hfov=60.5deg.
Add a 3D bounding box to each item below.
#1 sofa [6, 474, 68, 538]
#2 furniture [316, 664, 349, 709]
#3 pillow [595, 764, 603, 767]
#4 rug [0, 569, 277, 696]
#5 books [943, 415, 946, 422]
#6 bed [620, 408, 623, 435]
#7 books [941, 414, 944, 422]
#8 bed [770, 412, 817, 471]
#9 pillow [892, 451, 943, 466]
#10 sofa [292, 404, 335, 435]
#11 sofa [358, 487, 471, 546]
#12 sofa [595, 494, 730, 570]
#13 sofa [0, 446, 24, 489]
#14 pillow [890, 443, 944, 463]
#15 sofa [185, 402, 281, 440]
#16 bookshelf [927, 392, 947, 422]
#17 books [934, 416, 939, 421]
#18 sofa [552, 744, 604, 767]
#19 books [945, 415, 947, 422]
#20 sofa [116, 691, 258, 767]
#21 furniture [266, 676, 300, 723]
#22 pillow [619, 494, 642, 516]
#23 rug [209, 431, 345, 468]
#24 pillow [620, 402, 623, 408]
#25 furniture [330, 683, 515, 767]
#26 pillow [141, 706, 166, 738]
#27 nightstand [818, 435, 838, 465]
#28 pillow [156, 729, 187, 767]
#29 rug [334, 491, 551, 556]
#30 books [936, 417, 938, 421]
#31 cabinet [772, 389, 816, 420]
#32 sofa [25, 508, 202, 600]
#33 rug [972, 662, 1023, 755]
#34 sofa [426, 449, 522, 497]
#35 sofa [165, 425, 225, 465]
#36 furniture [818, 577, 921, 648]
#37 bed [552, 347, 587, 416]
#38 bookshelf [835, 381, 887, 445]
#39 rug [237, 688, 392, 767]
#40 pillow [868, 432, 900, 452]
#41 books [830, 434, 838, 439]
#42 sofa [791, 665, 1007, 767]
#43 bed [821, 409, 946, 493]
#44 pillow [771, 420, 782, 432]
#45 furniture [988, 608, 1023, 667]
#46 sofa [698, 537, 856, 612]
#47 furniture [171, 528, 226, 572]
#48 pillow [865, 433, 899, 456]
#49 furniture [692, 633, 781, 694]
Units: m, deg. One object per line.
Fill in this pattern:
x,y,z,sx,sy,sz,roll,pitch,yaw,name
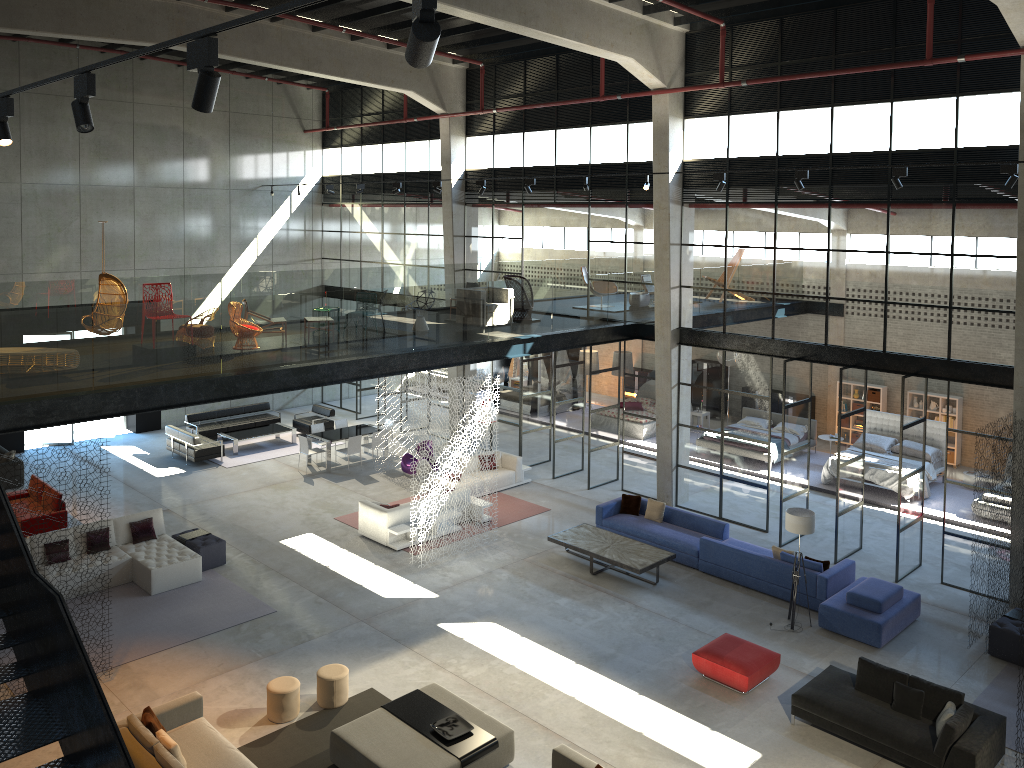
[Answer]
-9.379,2.399,17.021,0.821,0.806,1.981,-6,12,-44,sofa
-2.272,3.824,11.119,0.402,0.397,0.404,5,8,35,furniture
0.739,3.991,8.613,0.260,0.368,0.403,3,8,24,pillow
-5.862,3.569,13.276,3.653,0.020,2.670,-10,15,-44,rug
10.926,0.947,22.087,0.254,0.331,0.059,-5,6,-45,books
3.728,0.618,25.326,2.355,1.268,2.047,-8,12,-44,bed
10.894,0.941,22.120,0.254,0.332,0.069,-5,6,-45,books
6.340,1.364,22.674,2.411,0.861,2.276,-9,14,-44,bed
9.411,1.606,20.335,0.720,0.327,0.968,-8,13,-43,pillow
-5.513,1.050,24.384,0.825,0.752,0.958,-6,10,-44,sofa
-1.889,2.509,17.254,2.152,0.663,0.955,-9,13,-44,sofa
2.797,2.738,16.504,1.060,0.598,2.356,-8,13,-44,sofa
-12.989,1.996,19.487,3.212,0.563,2.849,-10,15,-44,sofa
9.355,1.520,20.281,0.696,0.289,0.988,-8,13,-42,pillow
-7.615,1.086,24.077,0.827,0.750,2.469,8,12,44,sofa
10.727,1.129,22.316,0.331,1.743,1.248,-2,6,-44,bookshelf
10.734,0.948,22.212,0.187,0.274,0.089,-5,6,-45,books
0.066,4.261,8.146,2.352,0.715,1.062,-9,13,-44,sofa
10.967,0.950,22.071,0.254,0.332,0.065,-5,6,-45,books
-3.234,4.045,9.077,1.060,0.715,2.356,-7,13,-44,sofa
-2.814,3.879,10.800,0.402,0.397,0.405,-3,8,-30,furniture
2.324,2.360,17.162,0.399,0.368,0.262,4,6,24,pillow
-6.522,1.644,23.219,3.413,0.025,2.431,-10,15,-44,rug
3.370,0.616,25.153,0.879,0.210,0.639,5,11,24,pillow
-1.004,4.079,9.867,1.547,0.395,1.461,-10,14,-44,furniture
-3.897,3.760,9.551,0.259,0.368,0.404,-2,8,-23,pillow
7.851,1.668,21.630,0.602,0.694,0.608,3,7,17,nightstand
-3.543,3.840,9.133,0.404,0.378,0.208,8,8,44,pillow
-1.394,2.686,18.108,3.653,0.020,2.670,-10,15,-44,rug
10.764,0.958,22.189,0.187,0.263,0.061,-5,6,-45,books
7.685,0.798,25.408,0.452,1.148,2.099,-3,9,-44,cabinet
-7.201,3.019,13.783,1.840,0.861,4.179,10,14,44,sofa
7.598,4.277,10.368,2.665,0.020,3.660,-10,15,-44,rug
-0.823,2.059,19.653,2.161,0.662,0.950,-9,13,-44,sofa
-7.945,1.487,21.981,0.825,0.751,1.666,-6,12,-44,sofa
5.478,3.355,13.404,1.547,0.549,0.957,-9,13,-44,furniture
0.840,-0.286,27.785,2.326,2.061,2.265,-7,10,-44,bed
9.398,0.860,23.647,0.331,1.743,1.248,-2,6,-44,bookshelf
-1.492,4.398,9.227,2.665,0.020,3.660,-10,15,-44,rug
8.912,1.401,21.020,0.492,0.319,1.062,-8,13,-44,pillow
7.959,1.302,21.616,0.229,0.042,0.305,4,11,19,books
4.508,3.962,10.345,1.088,0.556,2.125,-8,14,-43,sofa
8.574,1.604,20.185,2.237,1.404,2.332,9,12,44,bed
6.833,1.117,23.226,0.552,0.310,1.945,-8,14,-44,pillow
7.303,3.617,12.593,0.965,0.451,0.514,-7,11,-39,furniture
4.439,3.021,14.826,1.060,0.715,2.356,-7,13,-44,sofa
-5.536,2.916,15.497,0.966,0.451,0.513,9,11,40,furniture
8.628,1.428,20.873,0.669,0.370,1.036,-7,13,-41,pillow
3.022,3.756,11.821,0.860,0.373,0.862,-9,13,-44,furniture
